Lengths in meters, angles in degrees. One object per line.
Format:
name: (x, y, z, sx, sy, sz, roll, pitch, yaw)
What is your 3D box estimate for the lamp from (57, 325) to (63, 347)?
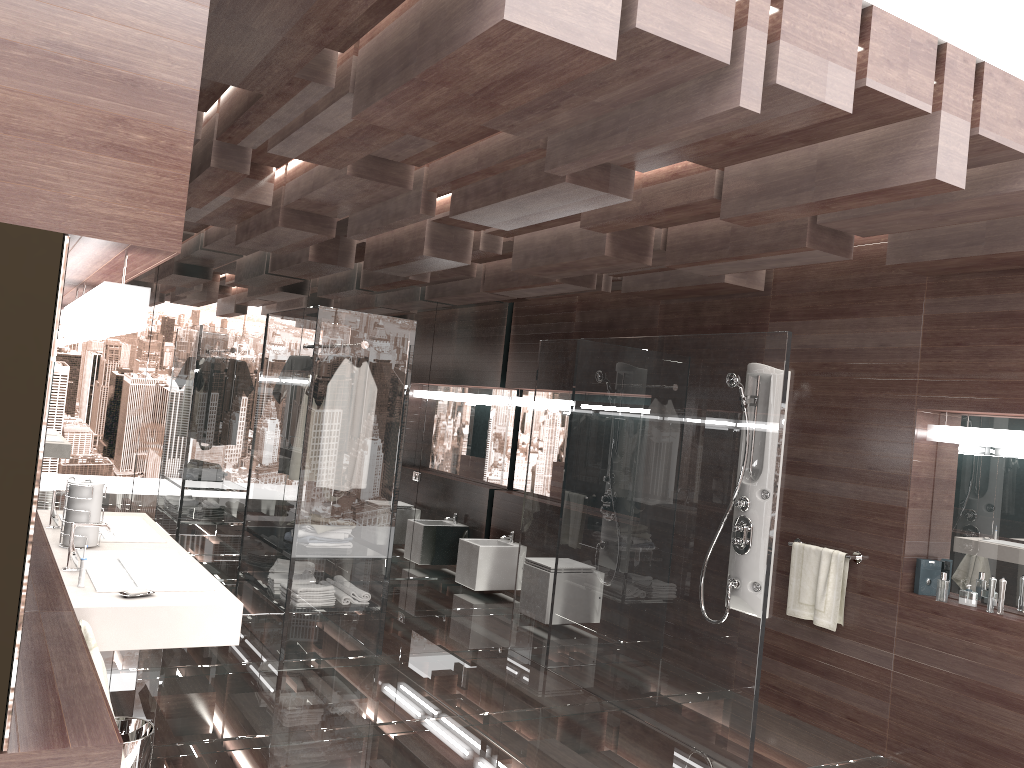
lamp: (-2.014, -0.201, 3.814, 0.082, 0.082, 0.950, 7, -2, -31)

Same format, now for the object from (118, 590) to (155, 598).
object: (-1.169, 0.655, 2.760, 0.065, 0.011, 0.108, 4, -3, 37)

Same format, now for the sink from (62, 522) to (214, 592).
sink: (-1.336, 0.589, 3.122, 0.427, 0.193, 0.681, 7, -2, -31)

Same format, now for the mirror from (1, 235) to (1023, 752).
mirror: (-0.392, 0.350, 4.803, 4.126, 0.916, 5.081, 7, -2, -31)

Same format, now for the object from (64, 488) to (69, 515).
object: (-2.086, 0.549, 4.155, 0.022, 0.132, 0.022, 6, -2, 6)

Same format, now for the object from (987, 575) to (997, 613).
object: (2.216, 0.969, 4.098, 0.033, 0.172, 0.030, 5, -2, 23)

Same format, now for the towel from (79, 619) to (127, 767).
towel: (-1.164, 1.005, 2.480, 0.156, 0.678, 0.368, 7, -2, -31)

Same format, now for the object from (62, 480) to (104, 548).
object: (-1.668, 0.504, 3.451, 0.128, 0.246, 0.124, 4, -3, 40)

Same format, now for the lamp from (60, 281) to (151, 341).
lamp: (-0.963, -0.155, 2.057, 0.082, 0.082, 0.950, 7, -2, -31)

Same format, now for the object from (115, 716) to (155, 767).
object: (-1.280, 1.275, 2.810, 0.237, 0.358, 0.237, 6, -2, 1)

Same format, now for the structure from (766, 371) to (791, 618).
structure: (1.349, 0.654, 5.268, 0.354, 1.560, 0.323, 6, -2, -10)

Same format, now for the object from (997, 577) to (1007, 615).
object: (2.252, 0.972, 4.077, 0.030, 0.172, 0.033, 6, -2, 0)

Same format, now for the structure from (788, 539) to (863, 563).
structure: (1.684, 0.902, 4.807, 0.071, 0.061, 0.455, 7, -2, -31)

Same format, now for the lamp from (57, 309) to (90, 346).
lamp: (-1.487, -0.178, 2.932, 0.082, 0.082, 0.950, 7, -2, -31)

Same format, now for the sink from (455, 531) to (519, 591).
sink: (-0.164, 1.450, 7.378, 0.469, 0.456, 0.357, 7, -2, -31)

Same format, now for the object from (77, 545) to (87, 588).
object: (-1.357, 0.576, 2.807, 0.022, 0.132, 0.022, 4, -3, 41)

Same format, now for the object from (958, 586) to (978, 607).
object: (2.178, 1.010, 4.232, 0.027, 0.093, 0.078, 8, -3, -43)

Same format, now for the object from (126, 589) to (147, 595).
object: (-1.167, 0.648, 2.760, 0.035, 0.016, 0.066, 4, -2, 36)

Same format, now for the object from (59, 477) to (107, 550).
object: (-1.675, 0.501, 3.453, 0.136, 0.261, 0.145, 5, -2, 13)

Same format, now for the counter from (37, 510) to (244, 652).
counter: (-1.564, 0.712, 3.513, 0.488, 0.131, 1.954, 7, -2, -31)

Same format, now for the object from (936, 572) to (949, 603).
object: (2.075, 0.978, 4.272, 0.052, 0.139, 0.027, 4, -3, 44)

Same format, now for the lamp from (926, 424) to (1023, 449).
lamp: (2.363, 0.258, 4.069, 0.082, 0.082, 0.950, 7, -2, -31)

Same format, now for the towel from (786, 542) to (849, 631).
towel: (1.639, 1.085, 4.782, 0.097, 0.414, 0.352, 7, -3, -38)

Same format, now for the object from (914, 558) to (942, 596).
object: (2.078, 0.967, 4.434, 0.105, 0.173, 0.048, 6, -2, -3)

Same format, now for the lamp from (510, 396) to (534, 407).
lamp: (0.266, 0.166, 7.574, 0.082, 0.082, 0.950, 7, -2, -31)

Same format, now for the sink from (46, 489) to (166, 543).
sink: (-1.798, 0.569, 3.893, 0.427, 0.193, 0.681, 7, -2, -31)
